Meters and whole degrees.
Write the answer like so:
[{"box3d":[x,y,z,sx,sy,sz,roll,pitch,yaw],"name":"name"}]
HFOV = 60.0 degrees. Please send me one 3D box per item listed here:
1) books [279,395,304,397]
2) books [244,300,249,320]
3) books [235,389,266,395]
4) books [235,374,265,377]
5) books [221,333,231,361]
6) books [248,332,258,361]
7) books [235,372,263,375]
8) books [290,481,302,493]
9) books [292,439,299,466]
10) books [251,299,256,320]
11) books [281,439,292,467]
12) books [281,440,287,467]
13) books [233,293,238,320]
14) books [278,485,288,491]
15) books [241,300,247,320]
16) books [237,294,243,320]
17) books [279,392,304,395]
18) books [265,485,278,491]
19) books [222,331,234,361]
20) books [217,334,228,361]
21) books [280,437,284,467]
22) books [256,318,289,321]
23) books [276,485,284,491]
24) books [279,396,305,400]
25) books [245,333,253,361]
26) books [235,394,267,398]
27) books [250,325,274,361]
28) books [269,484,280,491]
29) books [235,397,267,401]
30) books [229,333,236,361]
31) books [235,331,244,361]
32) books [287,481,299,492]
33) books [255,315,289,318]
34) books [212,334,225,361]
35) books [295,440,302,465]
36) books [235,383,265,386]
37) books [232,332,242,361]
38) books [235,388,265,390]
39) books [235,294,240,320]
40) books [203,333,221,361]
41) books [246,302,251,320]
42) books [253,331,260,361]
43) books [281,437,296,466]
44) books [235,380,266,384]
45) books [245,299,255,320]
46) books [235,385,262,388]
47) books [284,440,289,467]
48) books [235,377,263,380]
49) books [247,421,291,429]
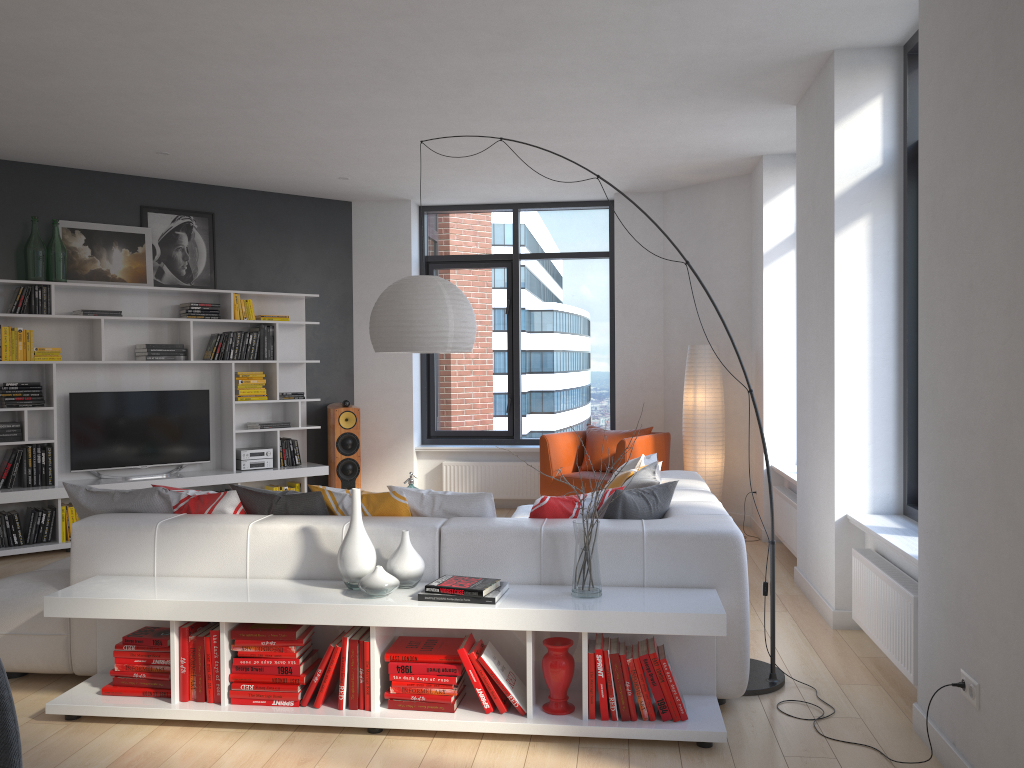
[{"box3d":[-2.010,0.107,8.040,0.198,0.015,0.142,-1,1,-40],"name":"books"},{"box3d":[-2.343,-0.643,7.744,0.044,0.178,0.128,-1,1,-38],"name":"books"},{"box3d":[-2.332,0.070,7.855,0.243,0.042,0.189,-1,1,-38],"name":"books"},{"box3d":[-2.328,-0.073,7.866,0.223,0.023,0.163,-1,1,-34],"name":"books"},{"box3d":[-2.487,-0.320,7.664,0.069,0.242,0.172,-1,1,-37],"name":"books"},{"box3d":[-2.320,-0.329,7.823,0.084,0.249,0.191,-1,1,-38],"name":"books"},{"box3d":[-2.349,-0.096,7.877,0.223,0.023,0.163,-1,1,-34],"name":"books"},{"box3d":[-1.962,1.025,8.036,0.025,0.270,0.213,-1,1,-38],"name":"books"},{"box3d":[-2.005,0.620,8.061,0.066,0.242,0.177,-1,1,-38],"name":"books"},{"box3d":[-2.299,-0.647,7.793,0.044,0.184,0.142,-1,1,-37],"name":"books"},{"box3d":[-2.049,0.621,8.022,0.050,0.242,0.169,-1,1,-39],"name":"books"},{"box3d":[-2.094,0.624,8.005,0.053,0.240,0.189,-1,1,-38],"name":"books"},{"box3d":[-2.426,-0.666,7.680,0.041,0.229,0.161,-1,1,-39],"name":"books"},{"box3d":[-2.058,1.037,7.939,0.035,0.250,0.185,-1,1,-38],"name":"books"},{"box3d":[-2.363,-0.643,7.737,0.054,0.180,0.132,-1,1,-38],"name":"books"},{"box3d":[-2.402,-0.665,7.735,0.054,0.224,0.164,-1,1,-39],"name":"books"},{"box3d":[-2.017,0.087,8.053,0.213,0.023,0.161,-1,1,-35],"name":"books"},{"box3d":[-2.136,1.036,7.882,0.044,0.255,0.198,-1,1,-38],"name":"books"},{"box3d":[-2.485,-0.328,7.698,0.075,0.254,0.192,-1,1,-39],"name":"books"},{"box3d":[-2.522,-0.316,7.652,0.081,0.233,0.169,-1,1,-39],"name":"books"},{"box3d":[-2.122,0.609,7.988,0.053,0.268,0.202,-1,1,-38],"name":"books"},{"box3d":[-2.153,-0.573,7.949,0.257,0.028,0.194,-1,1,-33],"name":"books"},{"box3d":[-2.081,1.037,7.924,0.019,0.251,0.180,-1,1,-38],"name":"books"},{"box3d":[-2.007,0.126,8.039,0.213,0.023,0.161,-1,1,-35],"name":"books"},{"box3d":[-2.342,-0.326,7.790,0.071,0.243,0.179,-1,1,-39],"name":"books"},{"box3d":[-2.329,0.104,7.851,0.257,0.024,0.203,-1,1,-35],"name":"books"},{"box3d":[-2.234,-0.362,7.926,0.128,0.321,0.259,-1,1,-38],"name":"books"},{"box3d":[-2.113,1.034,7.902,0.015,0.263,0.199,-1,1,-38],"name":"books"},{"box3d":[-2.321,0.129,7.847,0.257,0.028,0.194,-1,1,-33],"name":"books"},{"box3d":[-2.460,-0.321,7.710,0.068,0.243,0.179,-1,1,-39],"name":"books"},{"box3d":[-2.408,-0.332,7.758,0.066,0.260,0.197,-1,1,-38],"name":"books"},{"box3d":[-1.978,1.025,8.012,0.029,0.270,0.204,-1,1,-38],"name":"books"},{"box3d":[-2.161,-0.598,7.954,0.257,0.024,0.203,-1,1,-35],"name":"books"},{"box3d":[-2.555,-0.315,7.644,0.096,0.234,0.187,-1,1,-38],"name":"books"},{"box3d":[-1.998,0.623,8.107,0.077,0.233,0.179,-1,1,-38],"name":"books"},{"box3d":[-2.339,0.004,7.862,0.239,0.019,0.171,-1,1,-38],"name":"books"},{"box3d":[-2.434,-0.327,7.737,0.084,0.249,0.191,-1,1,-38],"name":"books"},{"box3d":[-2.342,0.042,7.864,0.251,0.014,0.189,-1,1,-35],"name":"books"},{"box3d":[-2.420,-0.665,7.709,0.041,0.224,0.163,-1,1,-40],"name":"books"},{"box3d":[-2.579,-0.315,7.619,0.104,0.234,0.182,-1,1,-38],"name":"books"},{"box3d":[-2.321,-0.634,7.746,0.046,0.161,0.108,-1,1,-39],"name":"books"},{"box3d":[-2.294,-0.335,7.844,0.066,0.260,0.197,-1,1,-38],"name":"books"},{"box3d":[-2.033,0.615,8.049,0.066,0.255,0.193,-1,1,-39],"name":"books"},{"box3d":[-2.330,-0.021,7.867,0.239,0.033,0.176,-1,1,-35],"name":"books"},{"box3d":[-2.312,-0.646,7.772,0.064,0.184,0.141,-1,1,-37],"name":"books"},{"box3d":[-2.337,0.025,7.842,0.217,0.023,0.145,-1,1,-34],"name":"books"},{"box3d":[-2.071,0.625,8.015,0.049,0.236,0.170,-1,1,-38],"name":"books"},{"box3d":[-2.336,-0.049,7.864,0.227,0.022,0.160,-1,1,-22],"name":"books"},{"box3d":[-2.184,0.368,7.961,0.310,0.047,0.250,-1,1,-43],"name":"books"}]
